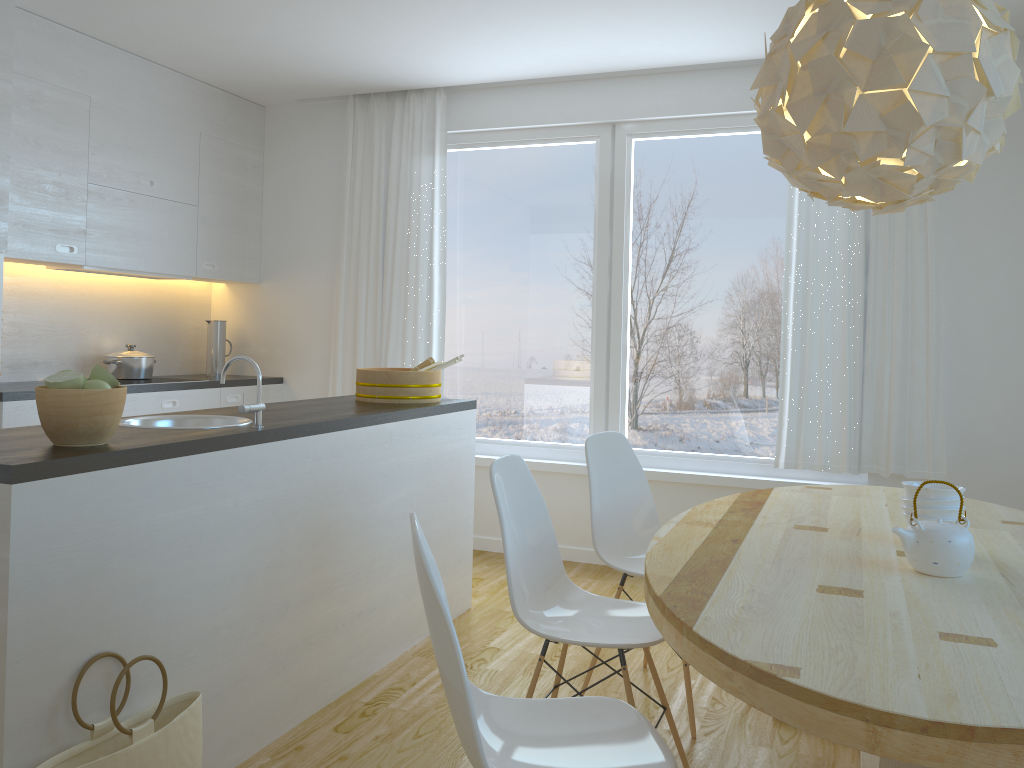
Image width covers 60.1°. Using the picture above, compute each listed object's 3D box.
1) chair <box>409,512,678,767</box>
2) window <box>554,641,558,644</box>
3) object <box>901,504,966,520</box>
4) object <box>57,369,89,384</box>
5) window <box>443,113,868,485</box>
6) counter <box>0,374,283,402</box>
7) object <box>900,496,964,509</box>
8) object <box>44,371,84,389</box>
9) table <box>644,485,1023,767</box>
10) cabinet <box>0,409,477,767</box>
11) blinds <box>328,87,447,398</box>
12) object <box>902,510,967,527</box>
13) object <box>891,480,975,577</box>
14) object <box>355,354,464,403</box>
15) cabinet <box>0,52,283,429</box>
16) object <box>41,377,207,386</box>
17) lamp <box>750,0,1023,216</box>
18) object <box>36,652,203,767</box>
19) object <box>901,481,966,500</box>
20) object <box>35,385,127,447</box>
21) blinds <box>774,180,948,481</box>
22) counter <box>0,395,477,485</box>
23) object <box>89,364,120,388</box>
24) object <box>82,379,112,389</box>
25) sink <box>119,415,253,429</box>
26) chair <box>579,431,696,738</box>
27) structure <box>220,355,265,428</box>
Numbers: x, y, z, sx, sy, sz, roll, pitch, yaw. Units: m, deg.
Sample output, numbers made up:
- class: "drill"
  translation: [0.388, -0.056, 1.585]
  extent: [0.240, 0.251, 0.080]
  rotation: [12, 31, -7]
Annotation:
- class: "chair"
  translation: [0.059, 0.703, 1.683]
  extent: [0.523, 0.902, 0.430]
  rotation: [1, 0, -9]
- class: "window"
  translation: [1.207, -0.263, 1.618]
  extent: [2.550, 2.054, 1.880]
  rotation: [2, 1, 21]
- class: "object"
  translation: [1.093, 0.356, 2.301]
  extent: [0.152, 0.093, 0.151]
  rotation: [0, 2, -30]
- class: "object"
  translation: [-1.106, 0.012, 2.222]
  extent: [0.086, 0.098, 0.102]
  rotation: [2, 1, 42]
- class: "window"
  translation: [0.563, -0.511, 5.008]
  extent: [2.728, 1.919, 0.088]
  rotation: [2, 0, 21]
- class: "counter"
  translation: [-2.109, 0.004, 4.852]
  extent: [0.600, 0.040, 2.001]
  rotation: [3, 3, 21]
- class: "object"
  translation: [1.091, 0.332, 2.303]
  extent: [0.151, 0.096, 0.152]
  rotation: [3, 2, 38]
- class: "object"
  translation: [-1.082, 0.003, 2.136]
  extent: [0.086, 0.065, 0.084]
  rotation: [3, 2, 33]
- class: "table"
  translation: [0.964, 0.783, 2.241]
  extent: [1.194, 0.725, 2.191]
  rotation: [2, 3, 20]
- class: "cabinet"
  translation: [-0.889, 0.603, 3.051]
  extent: [0.601, 0.909, 2.401]
  rotation: [2, 2, 21]
- class: "blinds"
  translation: [-0.760, -0.743, 5.319]
  extent: [0.795, 2.161, 0.150]
  rotation: [1, -1, 21]
- class: "object"
  translation: [1.094, 0.379, 2.297]
  extent: [0.152, 0.082, 0.152]
  rotation: [0, 2, -29]
- class: "object"
  translation: [0.966, 0.326, 2.038]
  extent: [0.177, 0.212, 0.147]
  rotation: [2, 1, 21]
- class: "object"
  translation: [-0.483, -0.034, 3.953]
  extent: [0.429, 0.214, 0.379]
  rotation: [0, 3, -40]
- class: "cabinet"
  translation: [-2.261, -0.290, 4.274]
  extent: [0.481, 2.300, 3.202]
  rotation: [1, 2, 21]
- class: "object"
  translation: [-2.110, -0.014, 4.857]
  extent: [0.562, 0.013, 0.654]
  rotation: [3, 3, 21]
- class: "lamp"
  translation: [0.959, -0.995, 2.292]
  extent: [0.647, 1.135, 0.639]
  rotation: [2, 0, 21]
- class: "object"
  translation: [-0.411, 0.879, 2.022]
  extent: [1.189, 0.502, 0.471]
  rotation: [1, 1, -1]
- class: "object"
  translation: [1.095, 0.304, 2.303]
  extent: [0.152, 0.087, 0.152]
  rotation: [0, 3, -41]
- class: "object"
  translation: [-1.068, 0.078, 2.195]
  extent: [0.205, 0.142, 0.206]
  rotation: [1, 2, -17]
- class: "blinds"
  translation: [1.722, -0.630, 4.351]
  extent: [0.795, 2.161, 0.150]
  rotation: [1, -1, 22]
- class: "counter"
  translation: [-0.877, 0.128, 3.056]
  extent: [0.601, 0.040, 2.401]
  rotation: [3, 3, 21]
- class: "object"
  translation: [-1.039, -0.017, 2.258]
  extent: [0.074, 0.072, 0.077]
  rotation: [0, 2, -44]
- class: "object"
  translation: [-1.030, 0.031, 2.193]
  extent: [0.081, 0.085, 0.098]
  rotation: [1, 1, -14]
- class: "sink"
  translation: [-1.025, 0.193, 2.775]
  extent: [0.404, 0.157, 0.404]
  rotation: [0, 3, -27]
- class: "chair"
  translation: [0.524, 0.641, 3.103]
  extent: [0.523, 0.902, 0.429]
  rotation: [2, 0, 41]
- class: "structure"
  translation: [-0.836, 0.022, 2.676]
  extent: [0.162, 0.215, 0.097]
  rotation: [2, 0, 22]
